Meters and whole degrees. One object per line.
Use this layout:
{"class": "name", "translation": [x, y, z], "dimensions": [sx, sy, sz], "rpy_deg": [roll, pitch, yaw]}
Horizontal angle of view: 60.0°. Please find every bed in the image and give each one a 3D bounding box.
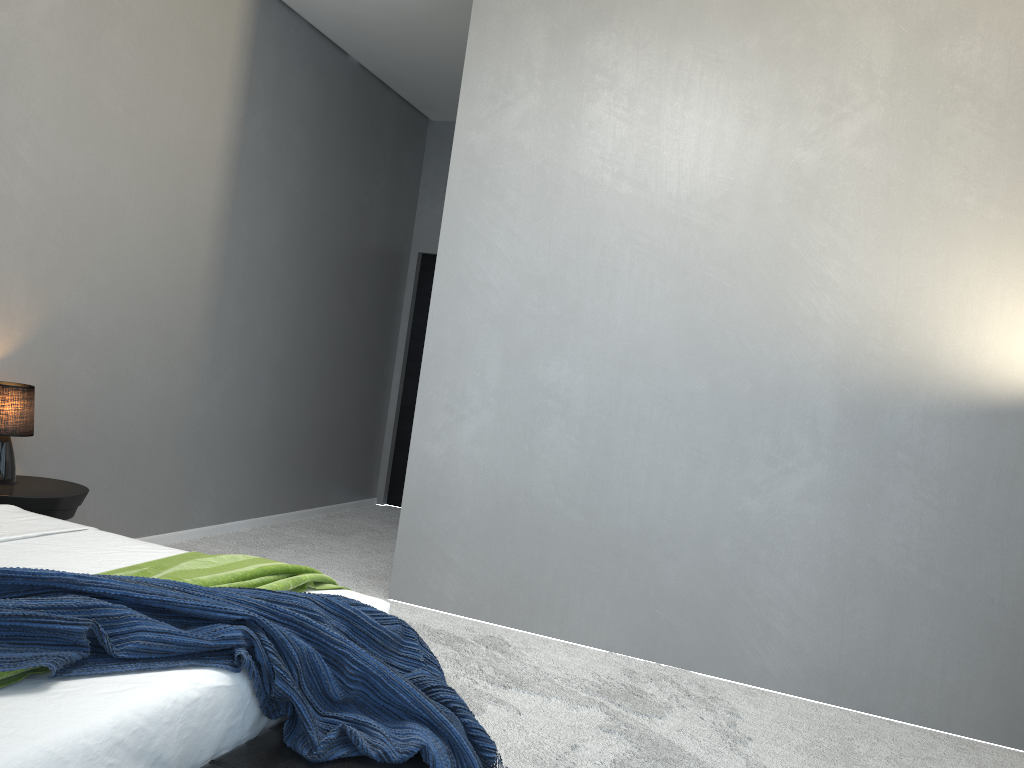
{"class": "bed", "translation": [-1.399, 0.475, 2.089], "dimensions": [2.614, 0.934, 2.757], "rpy_deg": [8, 0, 19]}

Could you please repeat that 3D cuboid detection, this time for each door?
{"class": "door", "translation": [-0.123, 0.075, 6.568], "dimensions": [0.678, 2.051, 1.823], "rpy_deg": [7, 1, -31]}

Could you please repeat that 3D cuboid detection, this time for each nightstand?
{"class": "nightstand", "translation": [-2.009, 0.626, 3.582], "dimensions": [0.497, 0.440, 0.496], "rpy_deg": [8, 1, -43]}

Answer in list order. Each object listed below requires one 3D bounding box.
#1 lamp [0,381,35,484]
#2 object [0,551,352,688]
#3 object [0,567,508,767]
{"class": "lamp", "translation": [-2.048, 0.196, 3.572], "dimensions": [0.219, 0.400, 0.208], "rpy_deg": [8, 1, -1]}
{"class": "object", "translation": [-0.966, 0.614, 1.935], "dimensions": [0.645, 0.342, 2.303], "rpy_deg": [8, 0, 18]}
{"class": "object", "translation": [-0.934, 0.678, 1.753], "dimensions": [2.157, 0.568, 0.684], "rpy_deg": [8, 1, -30]}
